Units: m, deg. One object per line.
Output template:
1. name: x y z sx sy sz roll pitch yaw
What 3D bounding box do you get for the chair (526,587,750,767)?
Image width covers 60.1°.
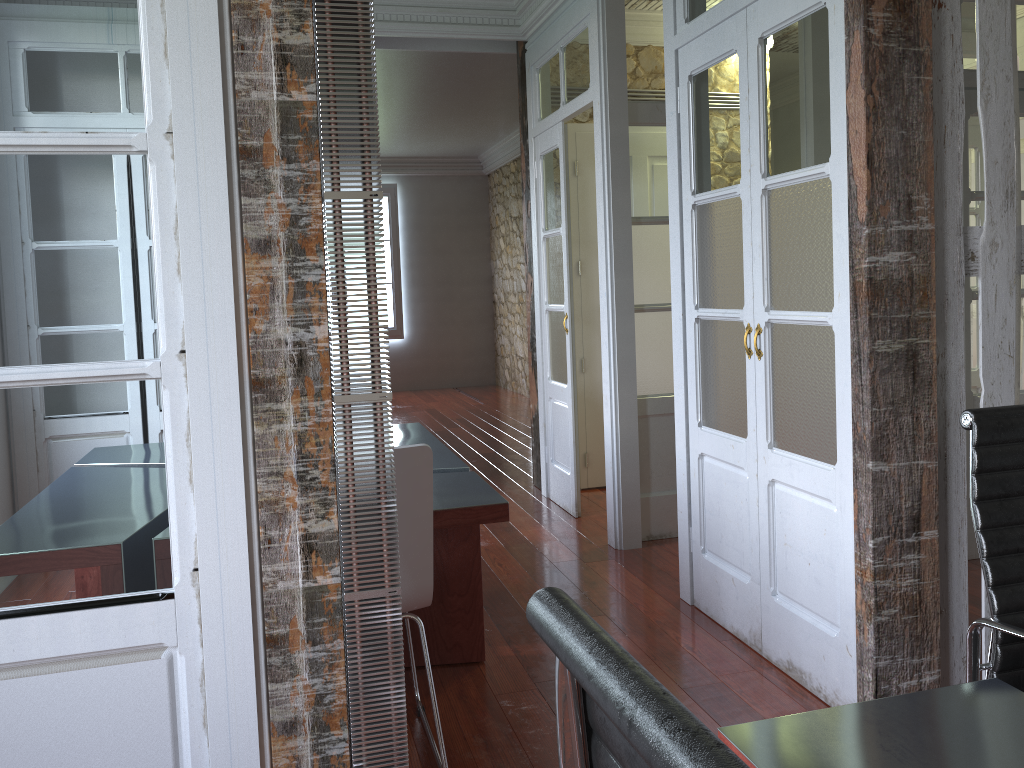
1. chair: 0.372 0.689 0.730 0.699 1.020 0.667 -3 4 -11

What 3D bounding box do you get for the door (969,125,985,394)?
1. door: 2.199 -0.366 4.848 1.077 2.079 0.041 -3 3 -15

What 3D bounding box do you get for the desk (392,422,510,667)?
1. desk: -0.914 0.640 3.284 1.446 0.652 1.718 -4 6 -15

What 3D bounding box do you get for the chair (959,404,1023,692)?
1. chair: 1.153 0.572 1.519 0.666 1.020 0.701 -4 4 -20

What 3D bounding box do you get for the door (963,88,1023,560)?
1. door: 2.430 -0.285 4.027 1.077 2.079 0.041 -3 3 -15

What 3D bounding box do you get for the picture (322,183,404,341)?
1. picture: -2.189 -1.517 11.138 1.581 1.982 0.127 -3 3 -15

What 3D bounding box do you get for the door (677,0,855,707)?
1. door: 0.829 -0.156 2.971 0.041 2.173 1.060 -3 4 -15

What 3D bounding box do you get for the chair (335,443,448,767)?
1. chair: -0.457 0.590 2.420 0.475 0.916 0.603 -3 4 -15

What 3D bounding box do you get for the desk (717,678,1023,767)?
1. desk: 1.648 0.772 0.819 2.509 0.725 1.305 -4 6 -15

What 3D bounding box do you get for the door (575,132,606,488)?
1. door: 0.838 -0.478 5.636 0.869 2.211 0.145 -3 3 -15

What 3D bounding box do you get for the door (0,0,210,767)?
1. door: -1.133 0.073 1.595 1.161 2.175 0.041 -3 3 -15

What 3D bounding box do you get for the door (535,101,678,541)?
1. door: 0.396 -0.335 4.767 0.483 2.175 1.188 -5 5 -40
